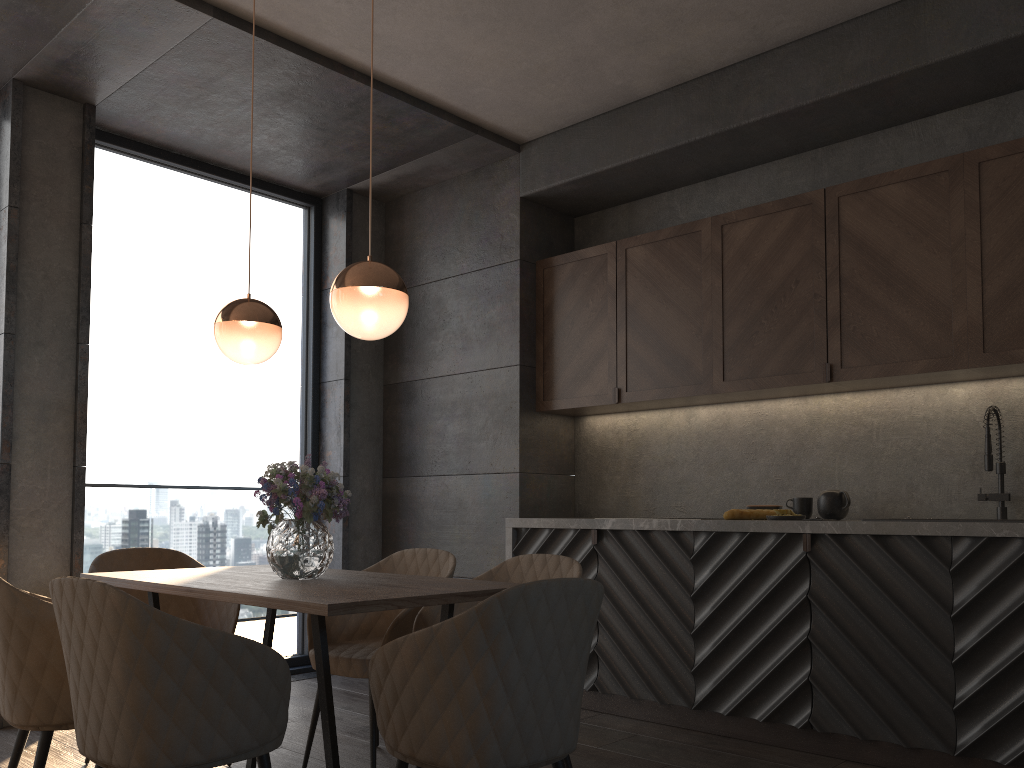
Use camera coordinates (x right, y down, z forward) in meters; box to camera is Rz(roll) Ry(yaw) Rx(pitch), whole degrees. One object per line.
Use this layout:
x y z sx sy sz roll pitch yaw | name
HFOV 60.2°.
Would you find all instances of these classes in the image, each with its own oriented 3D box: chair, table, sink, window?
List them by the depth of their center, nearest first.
-0.057 0.892 2.211 0.557 0.831 0.512 4 -6 -43 | chair
-0.855 0.890 2.215 0.556 0.831 0.512 -3 -6 37 | chair
-1.306 0.949 2.628 0.511 0.831 0.557 4 -6 -38 | chair
-0.713 1.016 2.853 1.472 0.764 0.772 -6 -9 43 | table
-3.713 -0.090 2.978 0.199 2.981 7.298 -3 -7 43 | window
-0.046 1.006 3.005 0.557 0.831 0.512 -4 -6 42 | chair
1.930 0.340 3.442 0.966 0.543 0.462 -6 -8 43 | sink
-0.508 1.071 3.462 0.556 0.831 0.512 -3 -6 37 | chair
-1.385 1.071 3.479 0.557 0.831 0.512 4 -6 -43 | chair

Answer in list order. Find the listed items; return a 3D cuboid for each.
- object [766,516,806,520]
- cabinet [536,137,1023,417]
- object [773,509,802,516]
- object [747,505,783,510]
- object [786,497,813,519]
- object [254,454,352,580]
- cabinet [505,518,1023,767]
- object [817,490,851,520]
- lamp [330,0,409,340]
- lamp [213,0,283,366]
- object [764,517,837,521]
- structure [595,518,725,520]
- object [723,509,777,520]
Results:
1.219 0.597 3.932 0.170 0.020 0.171 3 -9 -21 | object
1.493 -0.418 3.997 3.405 0.860 0.371 -7 -8 43 | cabinet
1.220 0.579 3.932 0.116 0.045 0.120 7 -10 -42 | object
1.199 0.607 4.189 0.157 0.067 0.117 -4 -8 28 | object
1.328 0.574 4.062 0.112 0.103 0.091 2 -6 -15 | object
-0.683 0.433 2.898 0.298 0.406 0.330 -1 -5 13 | object
1.411 1.068 3.833 3.405 0.944 0.603 -7 -8 43 | cabinet
1.439 0.542 3.956 0.136 0.136 0.153 -1 -6 15 | object
-0.435 -0.902 2.740 0.239 1.536 0.240 -1 -3 18 | lamp
-0.948 -0.835 3.216 0.239 1.536 0.240 3 -4 -41 | lamp
1.207 0.606 3.999 0.491 0.040 0.286 -6 -10 38 | object
0.812 0.683 4.433 0.613 0.017 0.506 -7 -11 42 | structure
1.119 0.602 4.062 0.301 0.054 0.071 1 -6 -6 | object
